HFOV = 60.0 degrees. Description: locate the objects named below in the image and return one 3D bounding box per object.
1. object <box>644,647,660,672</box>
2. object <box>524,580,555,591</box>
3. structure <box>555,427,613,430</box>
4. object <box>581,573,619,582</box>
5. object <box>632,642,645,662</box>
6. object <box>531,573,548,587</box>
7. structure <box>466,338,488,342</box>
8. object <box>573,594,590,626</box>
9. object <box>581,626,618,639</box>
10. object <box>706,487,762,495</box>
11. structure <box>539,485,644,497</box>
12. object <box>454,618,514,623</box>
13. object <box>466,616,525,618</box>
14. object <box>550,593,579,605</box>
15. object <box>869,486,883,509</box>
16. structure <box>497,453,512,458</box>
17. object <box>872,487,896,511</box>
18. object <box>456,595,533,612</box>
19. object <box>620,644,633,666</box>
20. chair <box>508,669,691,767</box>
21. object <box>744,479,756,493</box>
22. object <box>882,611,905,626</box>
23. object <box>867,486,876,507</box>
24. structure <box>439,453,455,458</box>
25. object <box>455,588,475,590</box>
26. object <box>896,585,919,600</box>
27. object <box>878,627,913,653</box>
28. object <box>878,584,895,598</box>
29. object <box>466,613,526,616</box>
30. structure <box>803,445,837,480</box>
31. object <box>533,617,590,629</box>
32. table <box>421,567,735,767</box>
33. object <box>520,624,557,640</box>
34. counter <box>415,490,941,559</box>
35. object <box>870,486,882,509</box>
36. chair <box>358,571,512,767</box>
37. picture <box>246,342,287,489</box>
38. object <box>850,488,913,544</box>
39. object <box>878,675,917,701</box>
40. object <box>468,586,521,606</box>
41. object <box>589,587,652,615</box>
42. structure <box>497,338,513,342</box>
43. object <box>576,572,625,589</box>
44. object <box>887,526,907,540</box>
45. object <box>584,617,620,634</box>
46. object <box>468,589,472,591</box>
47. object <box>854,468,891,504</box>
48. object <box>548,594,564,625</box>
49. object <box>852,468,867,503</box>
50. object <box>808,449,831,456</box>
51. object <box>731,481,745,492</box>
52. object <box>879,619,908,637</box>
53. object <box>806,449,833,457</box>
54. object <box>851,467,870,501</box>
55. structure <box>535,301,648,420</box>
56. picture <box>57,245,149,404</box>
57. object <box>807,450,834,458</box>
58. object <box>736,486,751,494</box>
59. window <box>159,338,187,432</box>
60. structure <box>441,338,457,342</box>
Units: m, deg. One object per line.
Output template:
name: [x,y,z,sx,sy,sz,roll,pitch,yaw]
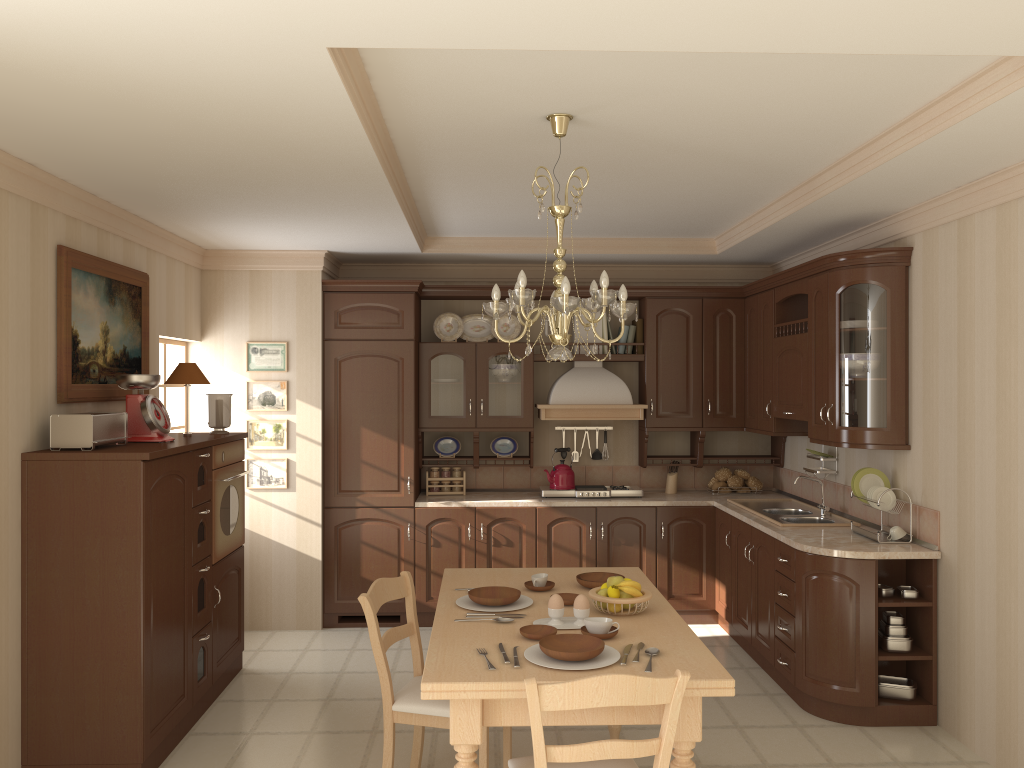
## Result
object: [0.424,0.842,2.714,0.047,0.011,0.219,0,0,14]
object: [0.114,0.834,3.653,0.126,0.026,0.127,0,0,25]
structure: [0.529,0.325,6.518,0.422,0.020,0.008,0,0,-2]
object: [0.371,0.823,3.700,0.168,0.034,0.168,0,0,9]
object: [0.401,0.845,2.800,0.022,0.004,0.216,0,0,14]
object: [0.112,0.818,3.647,0.063,0.055,0.119,0,0,27]
structure: [-0.251,-0.356,6.375,0.154,0.126,0.080,0,0,-2]
object: [0.246,0.794,3.128,0.058,0.104,0.058,0,0,-23]
object: [0.293,0.834,2.973,0.126,0.026,0.127,0,0,-11]
object: [1.599,0.761,6.389,0.364,0.060,0.199,0,0,-2]
structure: [0.555,0.751,6.225,0.710,0.054,0.325,0,0,-2]
object: [-0.099,0.842,3.163,0.219,0.011,0.047,0,0,7]
object: [-0.060,0.845,3.215,0.216,0.004,0.022,0,0,4]
object: [0.211,0.834,3.423,0.126,0.026,0.127,0,0,-37]
object: [1.890,0.584,4.548,0.123,0.119,0.034,0,0,0]
structure: [-0.054,0.465,6.383,0.110,0.126,0.080,0,0,-2]
object: [1.891,0.584,4.506,0.123,0.119,0.034,0,0,-2]
object: [-0.067,0.842,3.420,0.299,0.009,0.299,0,0,-4]
object: [0.356,0.844,2.771,0.023,0.008,0.221,0,0,13]
chair: [0.226,1.202,2.633,0.462,0.846,0.517,0,0,-9]
object: [1.722,0.736,6.413,0.091,0.100,0.125,0,0,-7]
object: [1.863,1.144,4.331,0.084,0.045,0.120,0,0,9]
object: [1.890,0.584,4.570,0.123,0.119,0.034,0,0,-2]
structure: [-0.464,0.465,6.372,0.110,0.126,0.080,0,0,-2]
object: [-0.128,0.846,3.669,0.218,0.004,0.028,0,0,-12]
object: [1.922,1.013,4.307,0.084,0.045,0.120,0,0,9]
object: [1.863,1.251,4.331,0.145,0.077,0.208,0,0,9]
object: [1.811,1.013,4.346,0.084,0.045,0.120,0,0,-16]
object: [-0.056,0.844,3.250,0.221,0.008,0.023,0,0,3]
structure: [1.915,0.407,5.517,0.131,0.361,0.256,0,0,-2]
object: [0.195,0.844,3.127,0.245,0.005,0.157,0,0,-5]
table: [0.165,1.235,3.312,0.900,0.774,1.567,0,0,-2]
object: [0.088,0.834,2.966,0.126,0.026,0.127,0,0,-11]
counter: [0.675,0.806,5.338,2.603,0.034,2.422,0,0,-2]
object: [1.890,0.584,4.527,0.123,0.119,0.034,0,0,-2]
chair: [-0.290,1.202,3.478,0.517,0.846,0.462,0,0,15]
picture: [-1.613,0.206,5.831,0.268,0.964,0.010,0,0,-2]
object: [1.890,0.651,4.551,0.172,0.275,0.359,0,0,-1]
object: [1.864,1.484,4.331,0.208,0.077,0.145,0,0,23]
object: [-0.068,0.824,3.421,0.204,0.042,0.204,0,0,-2]
object: [0.404,0.811,3.306,0.235,0.068,0.235,0,0,-45]
structure: [-0.048,-0.356,6.327,0.110,0.126,0.080,0,0,-2]
object: [0.370,0.827,3.702,0.204,0.042,0.204,0,0,37]
object: [1.934,0.748,4.443,0.085,0.072,0.073,0,0,-38]
object: [0.301,0.818,2.972,0.119,0.055,0.063,0,0,12]
object: [-0.075,0.844,3.630,0.212,0.008,0.018,0,0,-2]
object: [1.888,0.537,4.651,0.193,0.188,0.047,0,0,-1]
object: [0.156,0.794,3.134,0.058,0.104,0.058,0,0,-23]
object: [1.888,0.537,4.669,0.193,0.188,0.047,0,0,-1]
object: [1.902,0.424,5.473,0.167,0.051,0.174,0,0,-2]
object: [1.630,0.738,6.419,0.114,0.094,0.098,0,0,-22]
object: [1.863,1.191,4.331,0.106,0.057,0.152,0,0,9]
object: [1.901,0.427,5.473,0.167,0.051,0.174,0,0,-2]
object: [1.888,0.537,4.688,0.193,0.188,0.047,0,0,-1]
structure: [0.551,-0.173,6.312,0.753,0.845,0.455,0,0,-2]
picture: [-1.964,-0.258,4.325,0.036,0.687,0.990,0,0,-2]
object: [1.900,0.430,5.473,0.167,0.051,0.174,0,0,-2]
object: [1.661,0.761,6.367,0.103,0.060,0.105,0,0,-7]
window: [-2.145,0.274,5.435,0.050,1.100,0.765,0,0,-2]
structure: [-0.448,-0.356,6.314,0.110,0.126,0.080,0,0,-2]
